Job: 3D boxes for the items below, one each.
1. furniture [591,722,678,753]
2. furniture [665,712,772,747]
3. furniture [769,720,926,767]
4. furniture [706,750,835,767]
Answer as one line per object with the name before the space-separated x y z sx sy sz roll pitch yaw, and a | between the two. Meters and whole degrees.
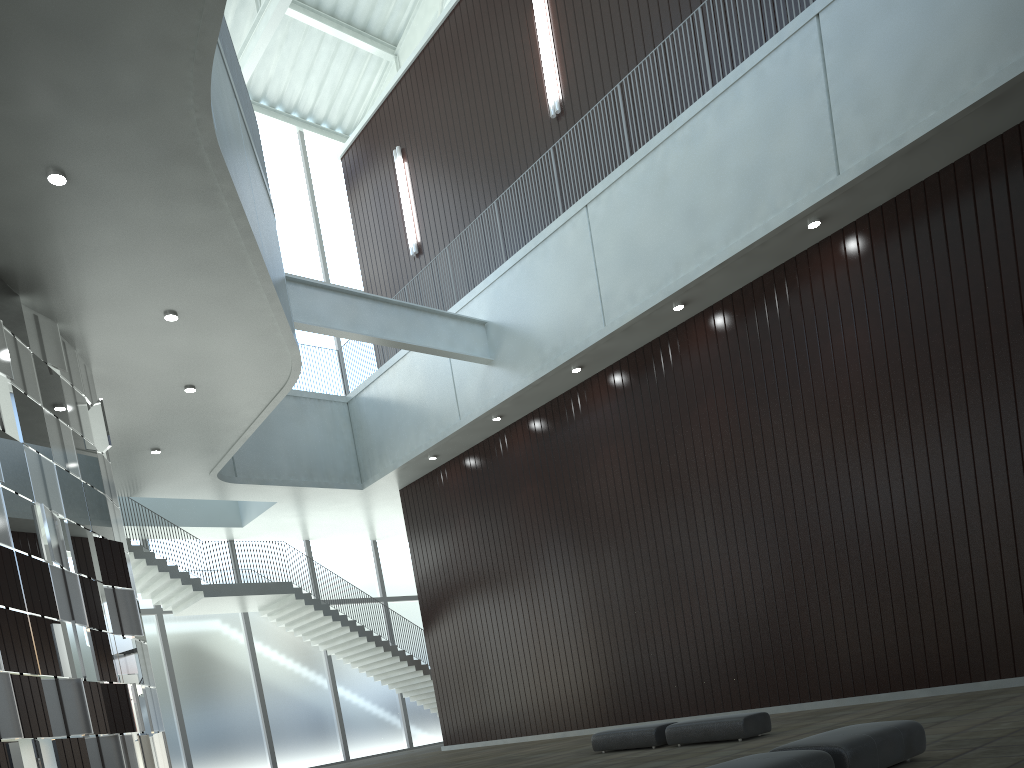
furniture | 5.856 16.625 37.608 2.101 1.040 4.326 4 -24 -39
furniture | 8.749 14.741 34.134 2.101 1.040 4.326 4 -24 -39
furniture | 8.101 8.919 19.327 3.969 1.043 2.290 8 -24 -40
furniture | 4.703 8.342 16.445 3.969 1.043 2.290 8 -24 -40
